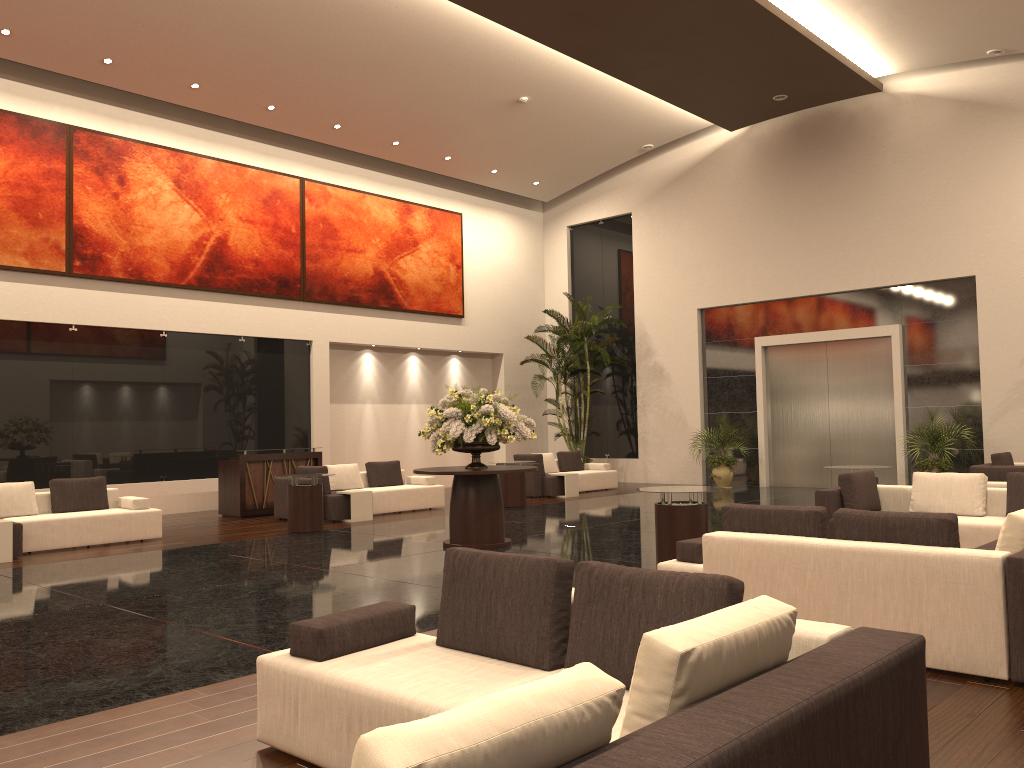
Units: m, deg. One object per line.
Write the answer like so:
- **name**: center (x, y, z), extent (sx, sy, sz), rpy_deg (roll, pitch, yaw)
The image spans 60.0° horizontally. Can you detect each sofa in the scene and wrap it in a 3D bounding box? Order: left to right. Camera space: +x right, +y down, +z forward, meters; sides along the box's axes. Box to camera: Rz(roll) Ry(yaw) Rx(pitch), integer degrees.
- **sofa**: center (-5.930, 1.647, 11.126), extent (1.291, 0.862, 2.846), rpy_deg (-4, -4, 43)
- **sofa**: center (-0.662, 1.123, 2.641), extent (2.586, 0.862, 3.366), rpy_deg (-4, -4, 43)
- **sofa**: center (-2.425, 1.757, 14.929), extent (1.291, 0.862, 2.846), rpy_deg (-4, -4, 43)
- **sofa**: center (1.093, 1.867, 18.744), extent (1.291, 0.862, 2.846), rpy_deg (-4, -4, 43)
- **sofa**: center (2.950, 1.238, 6.586), extent (2.586, 0.862, 3.366), rpy_deg (-4, -4, 43)
- **sofa**: center (4.511, 1.308, 8.706), extent (2.846, 0.862, 1.291), rpy_deg (-4, -4, 43)
- **sofa**: center (6.794, 1.359, 10.756), extent (2.586, 0.862, 3.366), rpy_deg (-4, -4, 43)
- **sofa**: center (8.355, 1.429, 12.877), extent (2.846, 0.862, 1.291), rpy_deg (-4, -4, 43)

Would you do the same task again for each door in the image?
- **door**: center (6.597, 0.639, 18.420), extent (2.767, 3.048, 0.040), rpy_deg (-4, -4, 43)

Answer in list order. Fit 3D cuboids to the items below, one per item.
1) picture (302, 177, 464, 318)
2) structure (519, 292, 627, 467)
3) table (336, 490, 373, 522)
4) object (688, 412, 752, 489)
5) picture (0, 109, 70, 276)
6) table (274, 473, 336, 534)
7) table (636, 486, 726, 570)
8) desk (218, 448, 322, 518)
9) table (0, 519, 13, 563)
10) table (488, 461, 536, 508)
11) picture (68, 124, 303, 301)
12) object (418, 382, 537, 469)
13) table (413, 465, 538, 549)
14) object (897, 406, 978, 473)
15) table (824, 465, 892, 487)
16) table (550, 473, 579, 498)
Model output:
- **picture**: center (-2.719, -2.887, 19.611), extent (0.070, 2.526, 4.515), rpy_deg (-4, -4, 43)
- **structure**: center (1.625, 0.106, 21.339), extent (2.436, 4.611, 2.531), rpy_deg (-2, -3, 14)
- **table**: center (-2.468, 1.910, 13.898), extent (0.400, 0.460, 0.400), rpy_deg (-4, -4, 43)
- **object**: center (4.550, 1.405, 19.171), extent (1.373, 1.682, 1.297), rpy_deg (-1, -3, -14)
- **picture**: center (-8.845, -3.080, 12.966), extent (0.070, 2.526, 4.515), rpy_deg (-4, -4, 43)
- **table**: center (-2.903, 1.679, 12.454), extent (0.833, 0.795, 0.844), rpy_deg (-1, -3, 4)
- **table**: center (1.593, 1.383, 8.318), extent (0.833, 0.795, 0.844), rpy_deg (-1, -3, 4)
- **desk**: center (-4.174, 1.692, 15.461), extent (0.760, 1.114, 1.634), rpy_deg (-4, -4, 43)
- **table**: center (-5.974, 1.800, 10.095), extent (0.400, 0.460, 0.400), rpy_deg (-4, -4, 43)
- **table**: center (0.005, 1.772, 15.651), extent (0.833, 0.795, 0.844), rpy_deg (-1, -3, 4)
- **picture**: center (-5.783, -2.983, 16.287), extent (0.070, 2.526, 4.515), rpy_deg (-4, -4, 43)
- **object**: center (-0.431, 0.472, 10.754), extent (1.453, 1.097, 1.402), rpy_deg (-1, -3, -1)
- **table**: center (-0.428, 1.480, 10.724), extent (1.498, 0.921, 1.498), rpy_deg (-3, -3, 34)
- **object**: center (7.699, 1.195, 16.203), extent (1.373, 1.682, 1.297), rpy_deg (-1, -3, -9)
- **table**: center (4.501, 1.476, 11.515), extent (0.833, 0.795, 0.844), rpy_deg (-1, -3, 4)
- **table**: center (1.049, 2.021, 17.713), extent (0.400, 0.460, 0.400), rpy_deg (-4, -4, 43)
